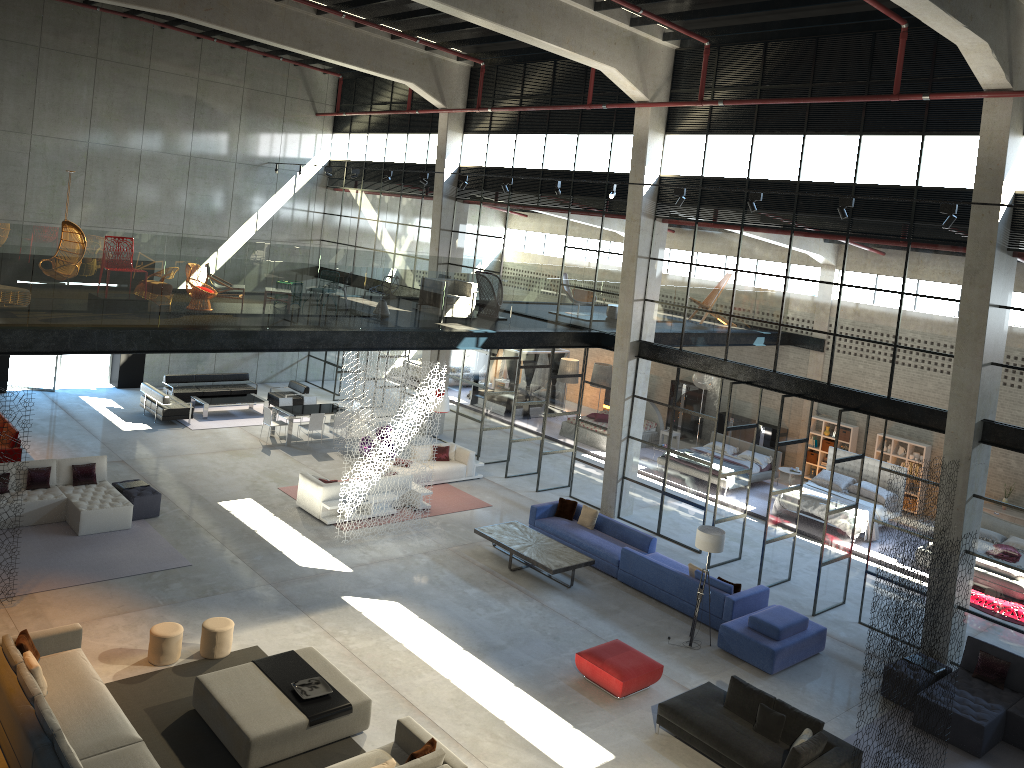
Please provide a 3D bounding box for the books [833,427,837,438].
[{"bbox_3d":[8.640,1.269,23.267,0.252,0.318,0.088,2,5,-42],"label":"books"}]

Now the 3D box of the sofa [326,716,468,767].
[{"bbox_3d":[-1.662,3.961,8.343,2.331,0.716,1.070,-2,12,-42],"label":"sofa"}]

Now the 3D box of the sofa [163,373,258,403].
[{"bbox_3d":[-8.444,0.158,24.637,2.447,0.752,0.833,-2,11,-42],"label":"sofa"}]

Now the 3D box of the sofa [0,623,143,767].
[{"bbox_3d":[-4.887,3.385,9.434,1.051,0.716,2.373,0,12,-42],"label":"sofa"}]

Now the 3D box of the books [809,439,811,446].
[{"bbox_3d":[8.113,1.586,23.775,0.142,0.196,0.018,2,5,-42],"label":"books"}]

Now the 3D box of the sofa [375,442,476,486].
[{"bbox_3d":[-1.944,1.834,19.884,2.142,0.663,0.957,-2,12,-42],"label":"sofa"}]

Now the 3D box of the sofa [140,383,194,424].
[{"bbox_3d":[-8.882,0.489,22.558,0.818,0.752,1.678,1,11,-42],"label":"sofa"}]

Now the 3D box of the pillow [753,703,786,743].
[{"bbox_3d":[3.015,3.962,10.268,0.186,0.305,0.348,2,8,-44],"label":"pillow"}]

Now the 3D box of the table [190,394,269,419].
[{"bbox_3d":[-7.633,0.600,23.706,1.798,0.404,0.915,-2,13,-42],"label":"table"}]

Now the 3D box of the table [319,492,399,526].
[{"bbox_3d":[-2.933,2.410,16.946,1.566,0.366,0.305,-2,10,-42],"label":"table"}]

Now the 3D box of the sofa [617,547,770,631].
[{"bbox_3d":[3.026,3.320,14.804,1.051,0.716,2.373,0,12,-42],"label":"sofa"}]

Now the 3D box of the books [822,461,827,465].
[{"bbox_3d":[8.443,2.119,23.404,0.229,0.054,0.287,-2,13,-42],"label":"books"}]

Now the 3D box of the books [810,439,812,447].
[{"bbox_3d":[8.137,1.583,23.749,0.174,0.214,0.031,2,5,-42],"label":"books"}]

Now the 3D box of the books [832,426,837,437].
[{"bbox_3d":[8.618,1.262,23.292,0.252,0.318,0.088,2,5,-42],"label":"books"}]

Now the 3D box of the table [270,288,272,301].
[{"bbox_3d":[-4.456,-1.588,16.649,0.469,0.392,0.642,4,8,-17],"label":"table"}]

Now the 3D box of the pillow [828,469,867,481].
[{"bbox_3d":[7.838,2.305,20.779,0.487,0.320,1.070,0,12,-42],"label":"pillow"}]

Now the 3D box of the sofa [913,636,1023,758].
[{"bbox_3d":[7.303,4.512,10.623,1.821,0.862,4.218,-1,13,-41],"label":"sofa"}]

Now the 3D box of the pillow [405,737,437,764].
[{"bbox_3d":[-0.951,3.776,8.778,0.261,0.368,0.400,9,7,26],"label":"pillow"}]

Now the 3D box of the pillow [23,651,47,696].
[{"bbox_3d":[-5.169,3.146,9.507,0.206,0.379,0.407,3,7,-43],"label":"pillow"}]

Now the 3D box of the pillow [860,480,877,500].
[{"bbox_3d":[8.241,2.463,20.019,0.690,0.289,0.995,-1,12,-39],"label":"pillow"}]

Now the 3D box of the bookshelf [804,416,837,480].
[{"bbox_3d":[8.462,1.860,23.381,0.328,1.746,1.258,4,5,-42],"label":"bookshelf"}]

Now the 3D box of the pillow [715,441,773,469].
[{"bbox_3d":[5.873,1.818,23.083,0.547,0.310,1.959,-1,13,-42],"label":"pillow"}]

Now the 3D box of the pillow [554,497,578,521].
[{"bbox_3d":[1.070,2.456,17.243,0.402,0.369,0.260,10,6,26],"label":"pillow"}]

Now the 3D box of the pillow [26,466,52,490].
[{"bbox_3d":[-8.281,1.653,15.363,0.405,0.374,0.195,1,7,-42],"label":"pillow"}]

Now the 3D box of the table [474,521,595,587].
[{"bbox_3d":[0.351,3.031,15.564,1.024,0.396,2.097,-2,13,-41],"label":"table"}]

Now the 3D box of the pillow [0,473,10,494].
[{"bbox_3d":[-8.757,1.708,14.934,0.382,0.332,0.222,1,7,-40],"label":"pillow"}]

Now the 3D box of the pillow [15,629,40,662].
[{"bbox_3d":[-5.500,3.032,9.942,0.258,0.368,0.405,5,7,-21],"label":"pillow"}]

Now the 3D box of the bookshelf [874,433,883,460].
[{"bbox_3d":[9.710,2.259,21.986,0.328,1.746,1.258,4,5,-42],"label":"bookshelf"}]

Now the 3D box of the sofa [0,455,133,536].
[{"bbox_3d":[-8.567,1.981,14.331,4.142,0.862,1.854,-2,13,-42],"label":"sofa"}]

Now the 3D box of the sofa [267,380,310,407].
[{"bbox_3d":[-6.343,0.365,24.841,0.818,0.753,0.966,1,9,-42],"label":"sofa"}]

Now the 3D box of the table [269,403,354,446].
[{"bbox_3d":[-5.053,1.006,22.171,1.798,0.752,0.915,-2,11,-42],"label":"table"}]

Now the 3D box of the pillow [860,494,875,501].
[{"bbox_3d":[8.290,2.556,20.070,0.713,0.328,0.975,-1,12,-41],"label":"pillow"}]

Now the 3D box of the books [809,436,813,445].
[{"bbox_3d":[8.105,1.549,23.787,0.174,0.259,0.020,2,5,-42],"label":"books"}]

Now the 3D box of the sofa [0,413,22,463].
[{"bbox_3d":[-10.561,1.163,17.672,0.814,0.807,1.996,1,11,-42],"label":"sofa"}]

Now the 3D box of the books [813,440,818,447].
[{"bbox_3d":[8.200,1.607,23.690,0.158,0.203,0.076,2,6,-42],"label":"books"}]

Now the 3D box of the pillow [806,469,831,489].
[{"bbox_3d":[7.549,2.297,20.646,0.663,0.370,1.043,0,12,-38],"label":"pillow"}]

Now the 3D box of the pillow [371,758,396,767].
[{"bbox_3d":[-1.328,3.800,8.382,0.400,0.379,0.210,1,7,-41],"label":"pillow"}]

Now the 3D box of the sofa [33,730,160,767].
[{"bbox_3d":[-3.354,3.881,7.707,1.051,0.716,2.373,0,12,-42],"label":"sofa"}]

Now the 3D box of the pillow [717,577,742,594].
[{"bbox_3d":[3.484,3.314,14.105,0.402,0.369,0.260,10,6,26],"label":"pillow"}]

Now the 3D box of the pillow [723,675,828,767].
[{"bbox_3d":[3.137,3.974,10.186,0.739,0.414,1.610,5,10,-13],"label":"pillow"}]

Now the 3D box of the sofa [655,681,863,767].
[{"bbox_3d":[2.851,4.200,10.322,1.078,0.557,2.141,-1,12,-41],"label":"sofa"}]

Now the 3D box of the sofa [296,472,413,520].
[{"bbox_3d":[-3.127,2.126,17.539,2.133,0.664,0.963,-2,12,-42],"label":"sofa"}]

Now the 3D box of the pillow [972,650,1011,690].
[{"bbox_3d":[6.678,3.984,12.227,0.234,0.342,0.420,2,8,-41],"label":"pillow"}]

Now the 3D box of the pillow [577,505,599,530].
[{"bbox_3d":[1.462,2.567,16.865,0.206,0.379,0.408,3,7,-41],"label":"pillow"}]

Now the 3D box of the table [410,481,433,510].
[{"bbox_3d":[-2.142,2.261,18.259,0.299,0.366,1.221,2,10,-42],"label":"table"}]

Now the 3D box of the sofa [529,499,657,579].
[{"bbox_3d":[1.479,2.876,16.560,1.051,0.599,2.374,-1,12,-42],"label":"sofa"}]

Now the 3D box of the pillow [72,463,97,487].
[{"bbox_3d":[-7.722,1.639,15.855,0.412,0.342,0.239,0,8,-43],"label":"pillow"}]

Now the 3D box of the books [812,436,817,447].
[{"bbox_3d":[8.165,1.558,23.712,0.184,0.285,0.049,2,5,-42],"label":"books"}]

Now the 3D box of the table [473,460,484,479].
[{"bbox_3d":[-1.073,1.942,20.674,0.299,0.366,0.915,2,10,-42],"label":"table"}]

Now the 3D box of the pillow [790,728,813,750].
[{"bbox_3d":[3.238,4.061,9.847,0.210,0.313,0.342,9,7,26],"label":"pillow"}]

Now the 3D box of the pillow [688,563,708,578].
[{"bbox_3d":[3.093,3.194,14.483,0.206,0.379,0.408,3,7,-41],"label":"pillow"}]

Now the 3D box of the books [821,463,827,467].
[{"bbox_3d":[8.436,2.175,23.406,0.229,0.054,0.314,-2,13,-42],"label":"books"}]
